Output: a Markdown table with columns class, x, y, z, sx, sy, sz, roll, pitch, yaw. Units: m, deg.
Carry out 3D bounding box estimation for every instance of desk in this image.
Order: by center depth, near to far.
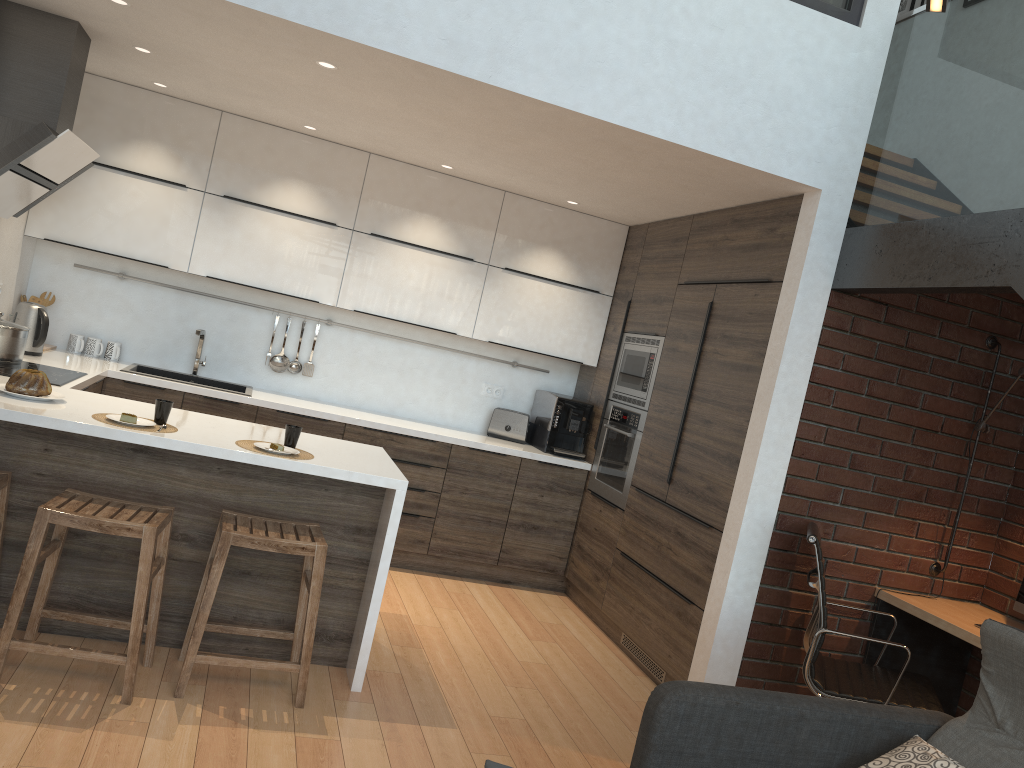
| class | x | y | z | sx | sy | sz | roll | pitch | yaw |
| --- | --- | --- | --- | --- | --- | --- | --- | --- | --- |
| desk | 2.149 | 1.461 | 3.113 | 0.610 | 0.750 | 2.182 | 12 | 2 | -16 |

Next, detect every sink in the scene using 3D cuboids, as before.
| class | x | y | z | sx | sy | sz | roll | pitch | yaw |
| --- | --- | --- | --- | --- | --- | --- | --- | --- | --- |
| sink | -1.866 | -0.056 | 5.168 | 0.706 | 0.518 | 0.512 | 12 | 2 | -16 |

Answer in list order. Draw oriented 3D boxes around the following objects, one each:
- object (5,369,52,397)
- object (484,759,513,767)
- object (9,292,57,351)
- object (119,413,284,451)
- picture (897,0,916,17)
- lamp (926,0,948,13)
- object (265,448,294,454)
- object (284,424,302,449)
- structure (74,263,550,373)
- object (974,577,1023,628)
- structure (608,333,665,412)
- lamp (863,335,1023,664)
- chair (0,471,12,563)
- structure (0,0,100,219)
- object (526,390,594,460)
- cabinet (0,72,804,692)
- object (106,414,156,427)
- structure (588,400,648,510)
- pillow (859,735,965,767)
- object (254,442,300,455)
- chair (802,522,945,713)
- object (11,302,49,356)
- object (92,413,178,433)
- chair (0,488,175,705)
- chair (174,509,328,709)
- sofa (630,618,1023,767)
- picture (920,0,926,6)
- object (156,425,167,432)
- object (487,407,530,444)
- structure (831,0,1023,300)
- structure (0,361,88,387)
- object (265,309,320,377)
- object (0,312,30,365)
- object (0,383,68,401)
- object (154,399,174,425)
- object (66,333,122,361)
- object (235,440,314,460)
| class | x | y | z | sx | sy | sz | roll | pitch | yaw |
| --- | --- | --- | --- | --- | --- | --- | --- | --- | --- |
| object | -1.847 | -0.005 | 3.396 | 0.155 | 0.101 | 0.161 | 12 | 2 | -21 |
| object | 0.157 | 1.136 | 1.845 | 0.548 | 0.369 | 0.685 | 13 | 2 | -9 |
| object | -2.702 | -0.372 | 5.025 | 0.221 | 0.316 | 0.330 | 12 | 2 | -16 |
| object | -1.159 | 0.182 | 3.344 | 0.597 | 0.039 | 0.064 | 12 | 2 | -20 |
| picture | 2.542 | -2.546 | 5.800 | 0.025 | 0.410 | 0.333 | 12 | 2 | -16 |
| lamp | 0.843 | -2.281 | 0.823 | 1.200 | 3.645 | 0.831 | 13 | 2 | -6 |
| object | -0.879 | 0.257 | 3.367 | 0.126 | 0.012 | 0.025 | 13 | 2 | 2 |
| object | -0.877 | 0.214 | 3.531 | 0.066 | 0.093 | 0.066 | 11 | 3 | -43 |
| structure | -1.157 | -0.390 | 5.619 | 3.000 | 0.045 | 0.050 | 12 | 2 | -16 |
| object | 2.247 | 0.811 | 3.468 | 0.431 | 0.535 | 0.716 | 12 | 2 | -16 |
| structure | 0.941 | -0.034 | 5.309 | 0.459 | 0.430 | 0.595 | 12 | 2 | -16 |
| lamp | 2.184 | 0.803 | 3.706 | 0.462 | 2.003 | 1.054 | 12 | 2 | -33 |
| chair | -2.011 | 0.588 | 3.022 | 0.450 | 0.600 | 0.350 | 12 | 2 | -16 |
| structure | -2.098 | -1.218 | 3.954 | 0.407 | 0.998 | 0.898 | 12 | 2 | -16 |
| object | 0.322 | 0.262 | 5.833 | 0.274 | 0.378 | 0.532 | 12 | 2 | -16 |
| cabinet | -0.858 | -0.127 | 4.508 | 3.495 | 2.401 | 2.401 | 12 | 2 | -16 |
| object | -1.417 | 0.140 | 3.297 | 0.176 | 0.014 | 0.176 | 12 | 2 | -26 |
| structure | 0.812 | 0.449 | 5.322 | 0.495 | 0.570 | 0.595 | 12 | 2 | -16 |
| pillow | 1.338 | 1.161 | 1.228 | 0.386 | 0.364 | 2.734 | 12 | 2 | -13 |
| object | -0.906 | 0.252 | 3.413 | 0.176 | 0.014 | 0.176 | 12 | 2 | -12 |
| chair | 1.412 | 1.146 | 3.653 | 0.700 | 0.991 | 0.651 | 14 | 2 | 18 |
| object | -2.529 | -0.294 | 4.638 | 0.179 | 0.270 | 0.220 | 12 | 2 | -29 |
| object | -1.416 | 0.147 | 3.337 | 0.305 | 0.002 | 0.305 | 15 | 3 | 43 |
| chair | -1.448 | 0.715 | 3.063 | 0.450 | 0.600 | 0.350 | 13 | 2 | -11 |
| chair | -0.949 | 0.821 | 3.294 | 0.450 | 0.600 | 0.350 | 12 | 2 | -19 |
| sofa | 0.788 | 1.105 | 0.958 | 2.108 | 0.995 | 3.169 | 12 | 2 | -16 |
| picture | 2.652 | -2.508 | 5.406 | 0.025 | 0.410 | 0.333 | 12 | 2 | -16 |
| object | -1.310 | 0.166 | 3.313 | 0.025 | 0.011 | 0.126 | 12 | 2 | -12 |
| object | -0.017 | 0.274 | 5.896 | 0.260 | 0.195 | 0.177 | 13 | 2 | 4 |
| structure | 2.240 | 0.343 | 2.740 | 1.289 | 3.460 | 5.660 | 12 | 2 | -16 |
| structure | -2.273 | -0.077 | 4.015 | 0.550 | 0.006 | 0.609 | 12 | 2 | -16 |
| object | -1.374 | -0.251 | 5.564 | 0.320 | 0.389 | 0.069 | 12 | 2 | -15 |
| object | -2.403 | -0.228 | 4.106 | 0.288 | 0.223 | 0.315 | 14 | 2 | 25 |
| object | -1.843 | 0.037 | 3.389 | 0.261 | 0.021 | 0.261 | 12 | 2 | -22 |
| object | -1.349 | 0.111 | 3.422 | 0.066 | 0.093 | 0.066 | 14 | 2 | 19 |
| object | -2.463 | -0.216 | 5.233 | 0.297 | 0.105 | 0.112 | 12 | 2 | -15 |
| object | -0.922 | 0.256 | 3.453 | 0.304 | 0.002 | 0.304 | 14 | 2 | 16 |
